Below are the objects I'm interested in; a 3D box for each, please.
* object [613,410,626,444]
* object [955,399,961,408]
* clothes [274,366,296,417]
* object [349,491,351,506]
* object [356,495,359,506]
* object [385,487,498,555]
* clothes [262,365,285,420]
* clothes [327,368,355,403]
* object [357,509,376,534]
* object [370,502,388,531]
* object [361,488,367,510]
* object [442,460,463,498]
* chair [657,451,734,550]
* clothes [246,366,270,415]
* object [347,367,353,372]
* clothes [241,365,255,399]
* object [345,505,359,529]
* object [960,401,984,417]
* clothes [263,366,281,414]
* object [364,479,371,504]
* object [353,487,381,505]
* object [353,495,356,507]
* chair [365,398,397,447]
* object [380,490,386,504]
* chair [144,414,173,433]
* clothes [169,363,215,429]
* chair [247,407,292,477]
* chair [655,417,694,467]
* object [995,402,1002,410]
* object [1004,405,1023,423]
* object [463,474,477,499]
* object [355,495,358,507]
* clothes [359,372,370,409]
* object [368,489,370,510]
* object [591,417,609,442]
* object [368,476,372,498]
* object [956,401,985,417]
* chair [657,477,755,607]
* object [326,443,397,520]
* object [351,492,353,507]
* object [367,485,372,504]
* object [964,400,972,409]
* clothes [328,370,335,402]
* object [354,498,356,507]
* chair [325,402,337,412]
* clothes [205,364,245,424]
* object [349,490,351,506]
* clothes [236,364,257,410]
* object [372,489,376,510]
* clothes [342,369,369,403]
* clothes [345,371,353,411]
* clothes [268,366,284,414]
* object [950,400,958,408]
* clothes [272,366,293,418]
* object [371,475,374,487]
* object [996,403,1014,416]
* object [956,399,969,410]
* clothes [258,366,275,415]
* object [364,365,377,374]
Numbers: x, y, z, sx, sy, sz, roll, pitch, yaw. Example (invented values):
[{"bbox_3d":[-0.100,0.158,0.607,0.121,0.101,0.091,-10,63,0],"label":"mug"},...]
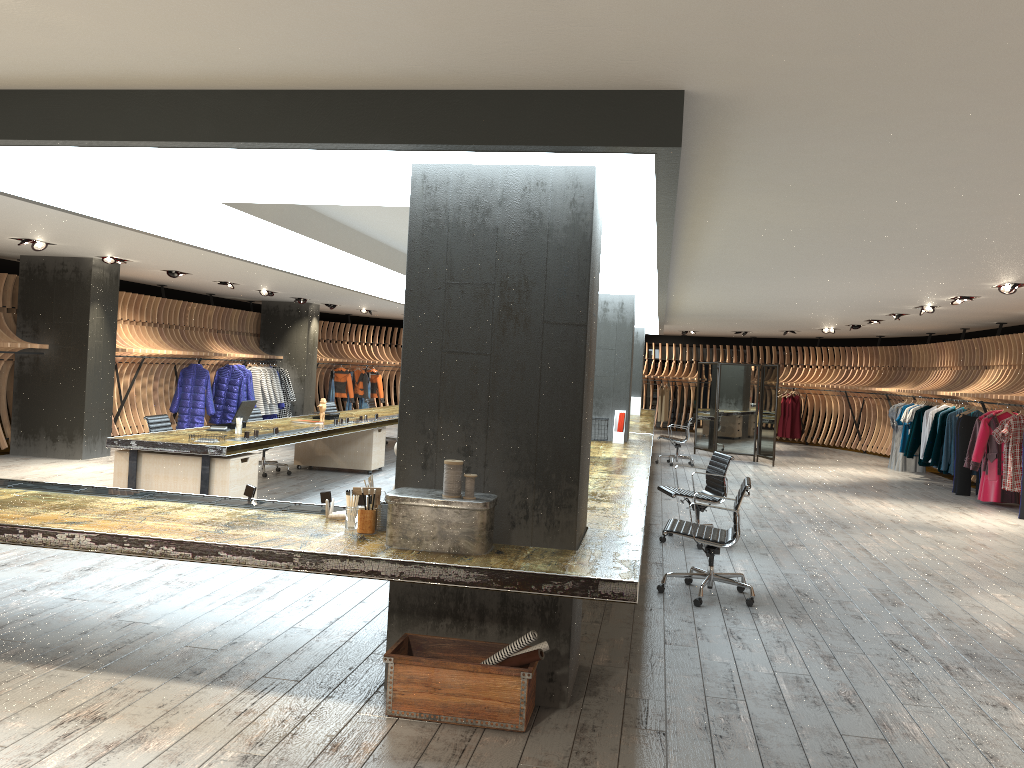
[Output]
[{"bbox_3d":[1.293,0.514,10.669,0.129,0.383,0.239,3,0,9],"label":"object"},{"bbox_3d":[7.231,0.380,14.341,0.525,0.270,0.012,3,0,9],"label":"object"},{"bbox_3d":[-5.138,0.204,19.603,0.799,1.185,0.191,3,0,10],"label":"clothes"},{"bbox_3d":[-0.800,0.610,4.355,0.007,0.170,0.030,3,0,-7],"label":"object"},{"bbox_3d":[-0.768,0.612,4.368,0.030,0.170,0.007,3,0,-24],"label":"object"},{"bbox_3d":[-0.325,0.625,4.069,0.498,0.239,0.303,3,1,10],"label":"object"},{"bbox_3d":[-5.330,0.214,19.284,0.885,1.239,0.245,3,0,6],"label":"clothes"},{"bbox_3d":[-4.358,0.020,22.519,0.840,0.881,0.200,3,0,25],"label":"clothes"},{"bbox_3d":[-0.701,0.658,4.280,0.084,0.111,0.083,3,0,-3],"label":"object"},{"bbox_3d":[-0.664,0.654,4.395,0.108,0.128,0.108,3,1,24],"label":"object"},{"bbox_3d":[-0.705,0.603,4.266,0.054,0.207,0.008,3,0,-8],"label":"object"},{"bbox_3d":[-0.256,0.448,4.097,0.088,0.204,0.262,3,1,8],"label":"object"},{"bbox_3d":[1.739,1.083,8.474,0.667,0.859,0.693,3,0,-14],"label":"chair"},{"bbox_3d":[-5.344,0.160,18.392,0.752,1.062,0.128,3,0,8],"label":"clothes"},{"bbox_3d":[-4.155,-0.391,22.739,0.023,0.243,0.549,3,1,6],"label":"object"},{"bbox_3d":[-5.584,0.225,17.925,0.885,1.239,0.245,3,0,6],"label":"clothes"},{"bbox_3d":[-0.790,0.656,4.373,0.061,0.111,0.061,3,0,-2],"label":"object"},{"bbox_3d":[7.079,0.391,13.439,0.525,0.270,0.012,3,0,14],"label":"object"},{"bbox_3d":[-5.262,0.155,18.883,0.752,1.062,0.128,3,0,8],"label":"clothes"},{"bbox_3d":[-0.700,0.594,4.401,0.084,0.240,0.009,3,0,-14],"label":"object"},{"bbox_3d":[-0.716,0.609,4.349,0.138,0.209,0.034,3,0,-11],"label":"object"},{"bbox_3d":[-0.781,0.611,4.353,0.030,0.170,0.007,3,0,30],"label":"object"},{"bbox_3d":[-2.407,0.714,16.496,0.667,0.859,0.693,3,0,-4],"label":"chair"},{"bbox_3d":[-0.653,0.615,4.382,0.081,0.198,0.050,3,0,34],"label":"object"},{"bbox_3d":[-3.603,0.779,9.575,0.667,0.859,0.693,3,0,-4],"label":"chair"},{"bbox_3d":[-5.865,0.242,16.235,0.885,1.239,0.245,3,0,6],"label":"clothes"},{"bbox_3d":[-3.224,0.760,11.709,0.667,0.859,0.693,3,0,1],"label":"chair"},{"bbox_3d":[2.909,1.009,15.804,0.667,0.859,0.693,3,0,5],"label":"chair"},{"bbox_3d":[6.949,0.397,12.662,0.525,0.270,0.012,3,0,9],"label":"object"},{"bbox_3d":[6.803,0.405,11.781,0.525,0.270,0.012,3,0,9],"label":"object"},{"bbox_3d":[-0.188,0.460,3.981,0.062,0.109,0.062,3,0,-20],"label":"object"},{"bbox_3d":[-0.773,0.612,4.359,0.030,0.170,0.007,3,0,3],"label":"object"},{"bbox_3d":[-3.858,0.386,23.222,0.309,1.422,0.200,3,0,-19],"label":"clothes"},{"bbox_3d":[-0.688,0.605,4.260,0.008,0.207,0.054,3,0,-3],"label":"object"},{"bbox_3d":[0.931,0.546,10.672,0.459,0.289,0.329,3,1,7],"label":"object"},{"bbox_3d":[-0.688,0.583,4.384,0.062,0.264,0.012,3,0,-38],"label":"object"},{"bbox_3d":[7.118,0.390,13.616,0.525,0.270,0.012,4,0,34],"label":"object"},{"bbox_3d":[1.406,1.103,6.423,0.667,0.859,0.693,3,0,5],"label":"chair"},{"bbox_3d":[-0.739,0.503,4.607,0.431,0.429,0.195,3,0,5],"label":"object"},{"bbox_3d":[-0.790,0.611,4.352,0.007,0.170,0.030,3,0,-33],"label":"object"},{"bbox_3d":[-0.690,0.604,4.394,0.009,0.222,0.082,3,0,39],"label":"object"},{"bbox_3d":[7.161,0.384,13.911,0.525,0.270,0.012,3,0,19],"label":"object"},{"bbox_3d":[-4.507,0.370,22.226,0.200,1.422,0.309,3,0,-14],"label":"clothes"},{"bbox_3d":[-0.780,0.611,4.393,0.007,0.170,0.030,3,0,-14],"label":"object"},{"bbox_3d":[-2.759,0.736,14.313,0.667,0.859,0.693,3,0,5],"label":"chair"},{"bbox_3d":[-5.715,0.231,17.622,0.880,1.260,0.242,3,0,6],"label":"clothes"},{"bbox_3d":[-0.800,0.610,4.392,0.030,0.170,0.007,3,0,23],"label":"object"},{"bbox_3d":[-5.536,0.229,17.736,0.883,1.246,0.249,3,0,6],"label":"clothes"},{"bbox_3d":[-0.672,0.606,4.269,0.008,0.207,0.054,3,0,-25],"label":"object"},{"bbox_3d":[-4.002,0.033,22.957,0.840,0.881,0.200,3,0,30],"label":"clothes"},{"bbox_3d":[-4.197,0.377,22.733,0.200,1.422,0.309,3,0,1],"label":"clothes"},{"bbox_3d":[-5.233,0.153,19.060,0.752,1.062,0.128,3,0,8],"label":"clothes"},{"bbox_3d":[7.268,0.380,14.541,0.525,0.270,0.012,3,0,14],"label":"object"},{"bbox_3d":[-5.160,0.206,19.416,0.807,1.187,0.192,3,0,10],"label":"clothes"},{"bbox_3d":[-0.683,0.580,4.383,0.008,0.267,0.060,3,0,26],"label":"object"},{"bbox_3d":[6.930,0.400,12.417,0.525,0.270,0.012,3,0,19],"label":"object"},{"bbox_3d":[7.230,0.384,14.228,0.525,0.270,0.012,3,0,9],"label":"object"},{"bbox_3d":[-5.305,0.158,18.625,0.752,1.062,0.128,3,0,8],"label":"clothes"},{"bbox_3d":[-3.810,-0.381,23.222,0.549,0.243,0.023,3,0,-14],"label":"object"}]
